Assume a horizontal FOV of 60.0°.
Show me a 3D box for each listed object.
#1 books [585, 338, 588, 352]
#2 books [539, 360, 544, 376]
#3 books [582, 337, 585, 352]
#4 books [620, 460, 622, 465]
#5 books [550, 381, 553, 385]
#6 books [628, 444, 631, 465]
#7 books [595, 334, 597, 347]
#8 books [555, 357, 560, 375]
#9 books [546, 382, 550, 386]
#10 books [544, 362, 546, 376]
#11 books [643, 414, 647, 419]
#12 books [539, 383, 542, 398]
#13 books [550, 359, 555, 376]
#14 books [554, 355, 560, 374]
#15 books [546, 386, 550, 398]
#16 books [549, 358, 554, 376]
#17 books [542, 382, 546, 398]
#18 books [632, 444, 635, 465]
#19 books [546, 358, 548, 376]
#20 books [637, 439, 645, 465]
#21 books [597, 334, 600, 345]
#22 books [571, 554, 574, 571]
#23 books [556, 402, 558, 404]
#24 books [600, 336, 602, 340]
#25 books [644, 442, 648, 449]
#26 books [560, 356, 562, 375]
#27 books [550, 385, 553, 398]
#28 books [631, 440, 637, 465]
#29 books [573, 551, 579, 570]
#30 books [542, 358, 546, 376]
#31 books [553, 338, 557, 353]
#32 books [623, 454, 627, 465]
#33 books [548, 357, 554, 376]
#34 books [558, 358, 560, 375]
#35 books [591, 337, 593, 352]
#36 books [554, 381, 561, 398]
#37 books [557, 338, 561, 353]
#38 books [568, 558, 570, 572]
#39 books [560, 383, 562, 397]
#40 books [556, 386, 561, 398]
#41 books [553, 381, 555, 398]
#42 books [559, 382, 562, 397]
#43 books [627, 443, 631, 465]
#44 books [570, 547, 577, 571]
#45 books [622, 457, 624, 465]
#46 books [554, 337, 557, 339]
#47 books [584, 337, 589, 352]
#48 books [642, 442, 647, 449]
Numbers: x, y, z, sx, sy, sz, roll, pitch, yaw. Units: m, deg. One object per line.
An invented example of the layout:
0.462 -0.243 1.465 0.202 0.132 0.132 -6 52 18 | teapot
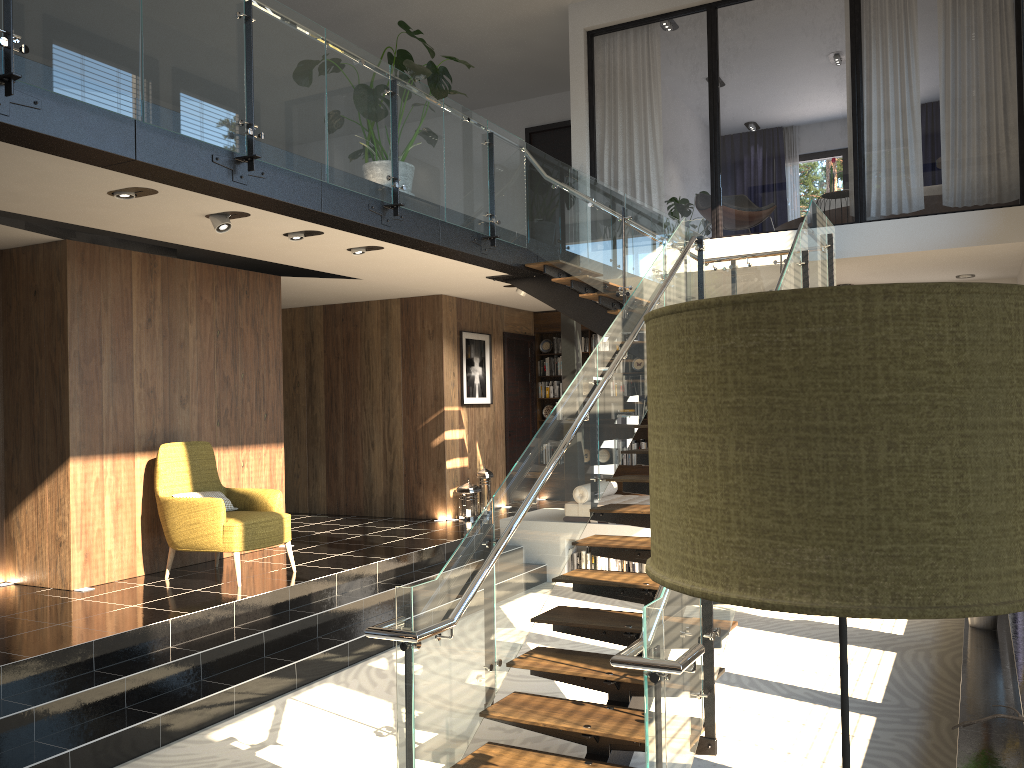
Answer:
1.083 -0.549 12.474 0.023 0.202 0.201 -2 -1 28 | books
0.439 -0.228 12.822 0.023 0.231 0.143 -2 -1 28 | books
1.036 -0.552 12.523 0.027 0.212 0.180 -2 -1 28 | books
1.523 0.954 12.248 0.019 0.321 0.161 -2 -1 28 | books
0.588 0.081 12.775 0.019 0.236 0.139 -2 -1 28 | books
1.638 0.967 12.182 0.029 0.286 0.138 -2 -1 28 | books
1.215 -0.572 12.404 0.013 0.239 0.255 -2 -1 28 | books
0.668 -0.252 12.684 0.019 0.264 0.175 -2 -1 28 | books
0.525 0.085 12.815 0.018 0.232 0.123 -2 -1 28 | books
0.516 -0.217 12.775 0.025 0.204 0.192 -2 -1 28 | books
1.823 0.347 12.075 0.047 0.253 0.210 -2 -1 27 | books
0.439 0.091 12.846 0.030 0.224 0.166 -2 -1 28 | books
0.608 -0.240 12.705 0.039 0.243 0.179 -2 -1 28 | books
0.646 -0.263 12.719 0.015 0.287 0.154 -2 -1 28 | books
0.541 0.115 12.784 0.037 0.169 0.148 -2 -1 28 | books
0.588 -0.248 12.738 0.027 0.260 0.181 -2 -1 28 | books
0.485 0.083 12.782 0.022 0.235 0.194 -2 -1 28 | books
1.691 0.962 12.150 0.018 0.292 0.191 -2 -1 28 | books
0.541 -0.243 12.761 0.035 0.255 0.183 -2 -1 28 | books
1.768 0.928 12.114 0.065 0.354 0.164 -2 -1 27 | books
1.245 -0.592 12.360 0.011 0.276 0.287 -2 -1 28 | books
0.675 1.926 9.481 0.024 0.229 0.171 -2 -1 28 | books
0.681 0.383 12.668 0.026 0.257 0.192 -2 -1 28 | books
1.283 -0.562 12.398 0.019 0.216 0.214 -2 -1 28 | books
1.839 0.950 12.073 0.029 0.306 0.149 -2 -1 28 | books
0.744 -0.259 12.653 0.033 0.273 0.189 -2 -1 28 | books
0.600 0.107 12.738 0.035 0.180 0.165 -2 -1 28 | books
1.675 0.943 12.158 0.016 0.332 0.195 -2 -1 28 | books
0.699 1.919 9.472 0.027 0.241 0.150 -2 -1 28 | books
0.487 -0.241 12.819 0.066 0.255 0.127 -2 -1 27 | books
0.649 -0.542 12.692 0.024 0.216 0.210 -2 -1 28 | books
1.579 0.984 12.220 0.037 0.255 0.145 -2 -1 28 | books
0.564 -0.250 12.745 0.022 0.267 0.197 -2 -1 28 | books
0.703 -0.248 12.695 0.032 0.255 0.160 -2 -1 28 | books
1.165 -0.552 12.444 0.021 0.204 0.224 -2 -1 28 | books
0.655 0.077 12.702 0.026 0.237 0.164 -2 -1 28 | books
0.701 -0.546 12.694 0.026 0.222 0.202 -2 -1 28 | books
0.645 1.907 9.531 0.025 0.270 0.156 -2 -1 28 | books
0.737 0.089 12.643 0.016 0.205 0.204 -2 -1 28 | books
0.685 0.111 12.701 0.026 0.167 0.173 -2 -1 28 | books
0.637 0.079 12.734 0.036 0.235 0.169 -2 -1 28 | books
0.723 0.085 12.689 0.053 0.216 0.151 -2 -1 28 | books
1.617 0.950 12.188 0.012 0.322 0.177 -2 -1 28 | books
0.659 1.898 9.505 0.024 0.286 0.130 -2 -1 28 | books
1.557 0.988 12.254 0.034 0.250 0.115 -2 -1 28 | books
0.648 -0.549 12.734 0.017 0.234 0.200 -2 -1 28 | books
1.062 -0.553 12.501 0.039 0.212 0.172 -2 -1 28 | books
1.814 0.947 12.094 0.035 0.314 0.168 -2 -1 28 | books
